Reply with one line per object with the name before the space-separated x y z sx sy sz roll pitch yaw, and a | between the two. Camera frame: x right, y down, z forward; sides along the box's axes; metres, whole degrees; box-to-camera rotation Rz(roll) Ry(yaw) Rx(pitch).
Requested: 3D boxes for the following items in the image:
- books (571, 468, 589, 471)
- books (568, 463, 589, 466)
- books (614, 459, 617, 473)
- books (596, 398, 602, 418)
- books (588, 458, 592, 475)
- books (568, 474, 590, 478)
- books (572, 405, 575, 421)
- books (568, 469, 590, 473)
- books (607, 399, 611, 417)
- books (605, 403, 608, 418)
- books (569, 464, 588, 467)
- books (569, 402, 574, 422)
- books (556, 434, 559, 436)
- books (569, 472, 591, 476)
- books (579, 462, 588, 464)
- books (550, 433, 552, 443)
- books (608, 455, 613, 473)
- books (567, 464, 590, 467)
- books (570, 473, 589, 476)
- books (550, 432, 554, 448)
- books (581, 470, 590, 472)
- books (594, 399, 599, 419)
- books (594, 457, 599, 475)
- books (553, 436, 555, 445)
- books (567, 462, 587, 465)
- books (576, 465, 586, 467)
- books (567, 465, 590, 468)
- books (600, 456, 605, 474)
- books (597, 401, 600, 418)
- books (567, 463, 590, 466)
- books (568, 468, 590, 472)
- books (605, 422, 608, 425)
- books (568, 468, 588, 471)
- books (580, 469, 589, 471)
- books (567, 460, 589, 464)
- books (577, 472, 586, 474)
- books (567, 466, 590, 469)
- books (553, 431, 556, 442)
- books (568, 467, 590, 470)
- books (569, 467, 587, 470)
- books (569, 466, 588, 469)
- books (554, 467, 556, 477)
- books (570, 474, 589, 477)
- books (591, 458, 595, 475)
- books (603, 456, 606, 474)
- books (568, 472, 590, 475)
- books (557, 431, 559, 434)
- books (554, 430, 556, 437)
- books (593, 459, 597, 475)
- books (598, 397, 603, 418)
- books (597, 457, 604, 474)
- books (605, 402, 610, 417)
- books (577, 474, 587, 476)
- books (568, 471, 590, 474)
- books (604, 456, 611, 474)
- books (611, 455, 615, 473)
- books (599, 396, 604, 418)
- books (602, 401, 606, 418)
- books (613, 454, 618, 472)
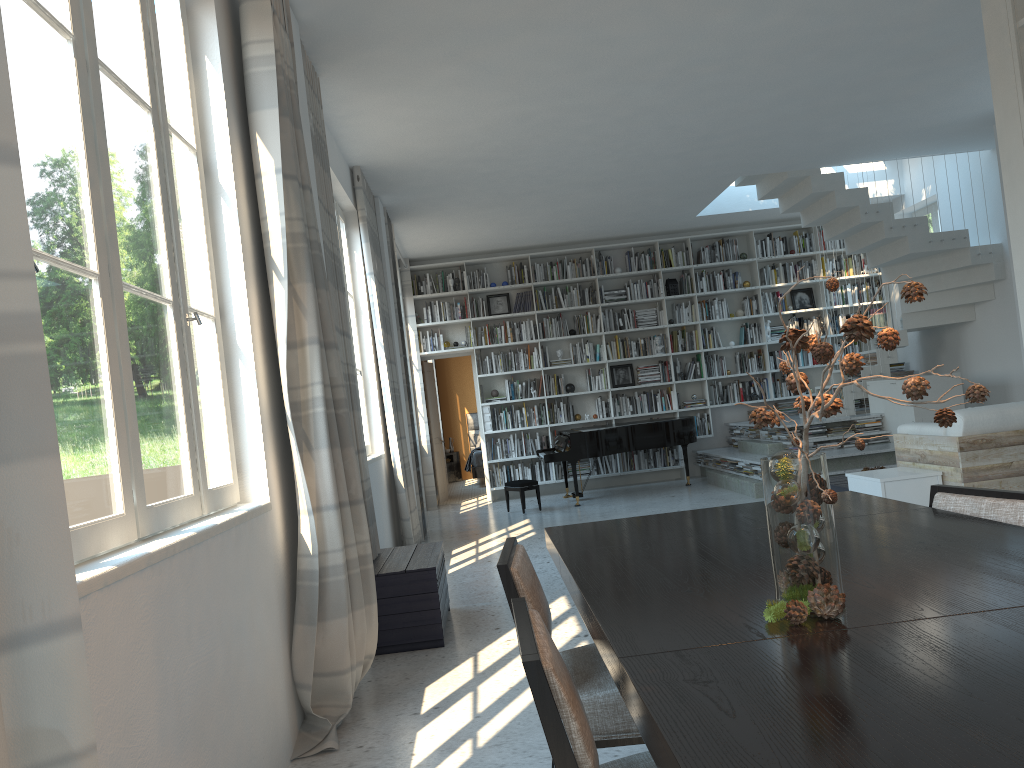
books | 0.872 1.116 11.588 0.254 0.007 0.161 -7 -2 -1
books | 0.864 1.047 11.581 0.254 0.006 0.161 -6 -2 -7
books | 1.337 1.065 11.597 0.024 0.179 0.171 -7 -1 -2
books | 1.143 0.315 11.603 0.027 0.269 0.159 -7 -1 -2
books | 1.022 1.064 11.580 0.012 0.254 0.161 -7 -1 -2
books | 0.879 1.198 11.590 0.285 0.007 0.159 -7 -2 -2
books | 0.796 0.384 11.600 0.023 0.212 0.160 -7 -1 -2
books | 0.874 1.136 11.581 0.285 0.007 0.159 -6 -2 -6
books | 1.272 0.315 11.642 0.019 0.242 0.107 -7 -1 -2
books | 1.227 0.343 11.627 0.031 0.194 0.142 -7 -1 -2
books | 0.865 1.058 11.583 0.254 0.006 0.161 -7 -2 2
books | 0.769 0.362 11.584 0.027 0.261 0.163 -7 -1 -2
books | 0.607 0.767 11.567 0.023 0.237 0.173 -7 -1 -2
books | 0.877 1.170 11.580 0.285 0.007 0.159 -6 -2 -6
books | 0.863 1.037 11.592 0.254 0.006 0.161 -7 -2 -2
books | 0.505 0.756 11.585 0.012 0.285 0.159 -7 -1 -2
books | 1.284 1.032 11.610 0.025 0.259 0.132 -7 -1 -2
books | 0.863 1.064 11.582 0.285 0.005 0.159 -6 -2 -6
books | 0.877 1.177 11.587 0.254 0.007 0.161 -7 -2 -1
books | 0.523 0.763 11.587 0.023 0.266 0.134 -7 -1 -2
books | 0.875 1.143 11.581 0.254 0.007 0.161 -6 -2 -6
books | 1.109 0.327 11.612 0.012 0.254 0.161 -7 -1 -2
books | 1.102 1.063 11.598 0.028 0.238 0.136 -7 -1 -2
books | 0.550 0.787 11.582 0.026 0.213 0.140 -7 -1 -2
books | 0.862 1.031 11.593 0.285 0.005 0.159 -7 -2 -2
books | 0.863 1.069 11.591 0.254 0.006 0.161 -7 -2 -2
books | 0.864 1.075 11.589 0.285 0.005 0.159 -7 -2 -3
books | 1.183 1.057 11.587 0.011 0.232 0.174 -7 -1 -2
books | 1.124 0.340 11.620 0.015 0.225 0.148 -7 -1 -2
books | 0.865 1.053 11.585 0.285 0.005 0.159 -6 -2 -5
books | 0.873 1.122 11.579 0.285 0.007 0.159 -6 -2 -7
books | 1.252 0.652 11.600 0.013 0.320 0.173 -7 -1 -2
books | 0.871 1.109 11.589 0.285 0.007 0.159 -7 -2 -1
books | 0.873 1.129 11.588 0.254 0.007 0.161 -7 -2 -1
books | 0.861 1.020 11.581 0.285 0.005 0.159 -7 -2 3
books | 0.877 1.157 11.581 0.254 0.007 0.161 -6 -2 -6
books | 0.866 1.091 11.587 0.285 0.005 0.159 -6 -2 -4
books | 0.564 0.750 11.581 0.010 0.282 0.149 -7 -1 -2
books | 0.870 1.102 11.591 0.285 0.007 0.159 -7 -2 -2
books | 0.866 1.096 11.591 0.254 0.006 0.161 -7 -2 -2
books | 0.865 1.085 11.589 0.254 0.006 0.161 -7 -2 -3
books | 0.545 1.103 11.579 0.012 0.285 0.159 -7 -1 -2
books | 0.879 1.191 11.581 0.254 0.007 0.161 -7 -2 2
books | 1.042 1.056 11.596 0.031 0.265 0.144 -7 -1 -2
books | 1.192 1.034 11.580 0.012 0.274 0.180 -7 -1 -2
books | 0.878 1.163 11.578 0.285 0.007 0.159 -7 -2 3
books | 0.628 0.748 11.594 0.026 0.273 0.146 -7 -1 -2
books | 0.575 0.746 11.584 0.013 0.288 0.161 -7 -1 -2
books | 1.076 1.084 11.584 0.029 0.202 0.178 -7 -1 -2
books | 1.160 0.309 11.618 0.010 0.277 0.155 -7 -1 -2
books | 1.145 1.050 11.588 0.062 0.253 0.177 -7 -1 -2
books | 1.254 0.337 11.615 0.024 0.201 0.158 -7 -1 -2
books | 0.878 1.184 11.589 0.254 0.007 0.161 -7 -2 -2
books | 0.876 1.150 11.586 0.285 0.007 0.159 -7 -2 0
books | 1.235 1.029 11.595 0.073 0.275 0.181 -7 -1 -2
books | 1.309 1.028 11.580 0.024 0.260 0.189 -7 -1 -2
books | 1.171 0.301 11.615 0.014 0.291 0.132 -7 -1 -2
books | 1.197 0.333 11.607 0.029 0.221 0.153 -7 -1 -2
books | 1.355 1.035 11.618 0.021 0.237 0.115 -7 -1 -2
